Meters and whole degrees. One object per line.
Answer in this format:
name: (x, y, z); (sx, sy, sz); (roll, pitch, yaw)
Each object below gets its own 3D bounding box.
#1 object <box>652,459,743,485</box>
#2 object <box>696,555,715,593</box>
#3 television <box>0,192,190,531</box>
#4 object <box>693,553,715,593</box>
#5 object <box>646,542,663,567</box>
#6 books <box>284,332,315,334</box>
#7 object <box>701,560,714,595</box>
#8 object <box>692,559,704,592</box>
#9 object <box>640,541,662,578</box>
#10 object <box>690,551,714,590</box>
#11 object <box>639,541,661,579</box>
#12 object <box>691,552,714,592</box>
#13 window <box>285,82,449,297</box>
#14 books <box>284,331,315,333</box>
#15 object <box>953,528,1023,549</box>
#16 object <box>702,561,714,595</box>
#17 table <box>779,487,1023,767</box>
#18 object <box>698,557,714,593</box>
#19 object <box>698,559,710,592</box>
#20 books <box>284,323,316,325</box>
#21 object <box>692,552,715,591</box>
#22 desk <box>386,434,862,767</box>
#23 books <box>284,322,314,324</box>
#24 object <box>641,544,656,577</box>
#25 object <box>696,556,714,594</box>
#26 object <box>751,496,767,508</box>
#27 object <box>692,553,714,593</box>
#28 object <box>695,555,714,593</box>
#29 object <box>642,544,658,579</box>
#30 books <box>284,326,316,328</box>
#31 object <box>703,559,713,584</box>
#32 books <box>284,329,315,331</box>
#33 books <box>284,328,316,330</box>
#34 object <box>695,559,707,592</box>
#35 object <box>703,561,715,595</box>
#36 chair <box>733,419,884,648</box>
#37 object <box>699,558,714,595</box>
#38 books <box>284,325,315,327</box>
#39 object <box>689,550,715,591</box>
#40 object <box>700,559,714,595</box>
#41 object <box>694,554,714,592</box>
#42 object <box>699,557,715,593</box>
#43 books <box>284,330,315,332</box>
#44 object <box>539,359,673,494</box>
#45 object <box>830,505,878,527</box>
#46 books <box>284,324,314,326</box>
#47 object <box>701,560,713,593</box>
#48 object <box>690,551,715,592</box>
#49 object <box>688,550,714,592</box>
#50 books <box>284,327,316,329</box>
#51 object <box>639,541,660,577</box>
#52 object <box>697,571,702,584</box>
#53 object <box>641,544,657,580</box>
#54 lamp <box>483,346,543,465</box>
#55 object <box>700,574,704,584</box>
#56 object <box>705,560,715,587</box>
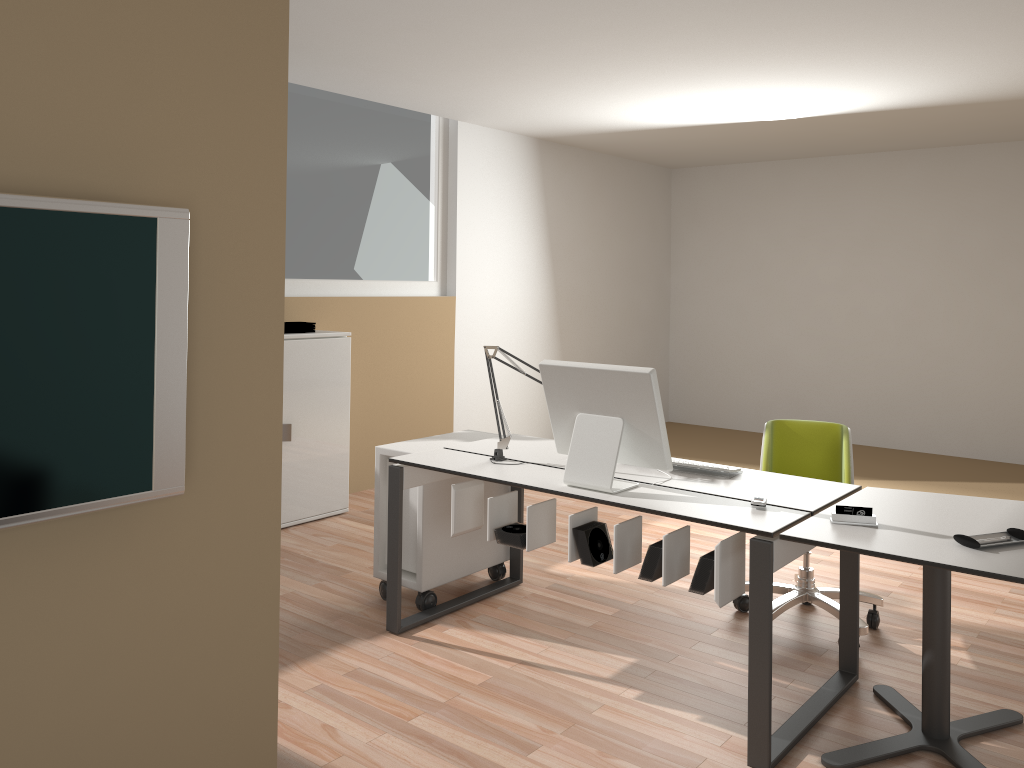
object: (0.579, 0.342, 3.310); (0.457, 0.079, 0.389); (5, 7, 34)
object: (0.617, 0.577, 2.719); (0.040, 0.113, 0.133); (1, 3, 39)
television: (-1.042, -0.021, 1.328); (0.054, 0.578, 1.177); (0, 4, 39)
object: (0.609, 0.577, 2.724); (0.040, 0.113, 0.133); (1, 3, 39)
object: (0.471, 0.562, 2.836); (0.039, 0.113, 0.133); (1, 3, 39)
books: (-1.307, -0.308, 5.229); (0.157, 0.007, 0.223); (6, 8, 38)
object: (0.631, 0.579, 2.707); (0.040, 0.113, 0.133); (1, 3, 39)
object: (0.607, 0.576, 2.726); (0.039, 0.113, 0.133); (1, 3, 39)
object: (0.464, 0.561, 2.842); (0.040, 0.113, 0.133); (1, 3, 39)
object: (0.600, 0.576, 2.732); (0.040, 0.113, 0.133); (1, 3, 39)
object: (0.463, 0.561, 2.843); (0.040, 0.113, 0.133); (1, 3, 39)
object: (0.604, 0.576, 2.729); (0.040, 0.113, 0.133); (1, 3, 39)
window: (-1.637, -1.416, 5.288); (0.045, 1.794, 3.643); (0, 4, 39)
books: (-1.308, -0.313, 5.230); (0.157, 0.006, 0.223); (6, 8, 38)
object: (1.342, 0.429, 2.451); (0.216, 0.030, 0.090); (-2, 6, -21)
object: (0.633, 0.579, 2.706); (0.040, 0.113, 0.133); (1, 3, 39)
table: (1.360, 0.767, 2.646); (0.812, 0.687, 0.928); (3, 5, 36)
object: (0.622, 0.578, 2.714); (0.040, 0.113, 0.133); (1, 3, 39)
object: (0.622, 0.578, 2.714); (0.039, 0.113, 0.133); (1, 3, 39)
books: (-1.305, -0.358, 5.232); (0.157, 0.007, 0.223); (6, 8, 38)
object: (0.606, 0.576, 2.727); (0.040, 0.113, 0.133); (1, 3, 39)
desk: (0.372, 0.675, 3.335); (1.605, 0.686, 0.806); (5, 5, 39)
books: (-1.305, -0.363, 5.233); (0.157, 0.006, 0.223); (6, 8, 38)
object: (0.466, 0.562, 2.840); (0.040, 0.113, 0.133); (1, 3, 39)
object: (0.618, 0.578, 2.717); (0.040, 0.113, 0.133); (1, 3, 39)
object: (0.792, 0.378, 2.825); (0.047, 0.021, 0.084); (2, 6, 18)
object: (0.608, 0.576, 2.726); (0.040, 0.113, 0.133); (1, 3, 39)
object: (0.615, 0.577, 2.720); (0.040, 0.113, 0.133); (1, 3, 39)
object: (0.470, 0.562, 2.837); (0.040, 0.113, 0.133); (1, 3, 39)
books: (-1.306, -0.341, 5.230); (0.158, 0.006, 0.223); (6, 8, 40)
object: (0.627, 0.578, 2.710); (0.039, 0.113, 0.133); (1, 3, 39)
books: (-1.308, -0.324, 5.229); (0.157, 0.007, 0.223); (6, 8, 37)
books: (-1.307, -0.330, 5.231); (0.157, 0.006, 0.223); (6, 8, 38)
object: (0.614, 0.577, 2.720); (0.039, 0.113, 0.133); (1, 3, 39)
object: (0.634, 0.579, 2.704); (0.040, 0.113, 0.133); (1, 3, 39)
chair: (1.226, 0.595, 3.670); (0.621, 0.809, 0.599); (1, 2, 14)
object: (0.625, 0.578, 2.711); (0.040, 0.113, 0.133); (1, 3, 39)
books: (-1.309, -0.347, 5.232); (0.158, 0.008, 0.223); (6, 8, 38)
object: (0.599, 0.576, 2.733); (0.040, 0.113, 0.133); (1, 3, 39)
object: (0.629, 0.578, 2.709); (0.039, 0.113, 0.133); (1, 3, 39)
object: (0.611, 0.577, 2.723); (0.040, 0.113, 0.133); (1, 3, 39)
object: (0.624, 0.578, 2.713); (0.040, 0.113, 0.133); (1, 3, 39)
books: (-1.307, -0.319, 5.230); (0.157, 0.006, 0.223); (6, 8, 38)
object: (0.319, 0.141, 3.093); (0.467, 0.431, 0.197); (3, 2, 39)
object: (1.026, 0.390, 2.643); (0.130, 0.055, 0.049); (2, 3, 14)
books: (-1.309, -0.352, 5.233); (0.158, 0.008, 0.223); (6, 8, 38)
object: (0.629, 0.579, 2.708); (0.040, 0.113, 0.133); (1, 3, 39)
object: (0.602, 0.576, 2.730); (0.040, 0.113, 0.133); (1, 3, 39)
object: (0.597, 0.575, 2.734); (0.040, 0.113, 0.133); (1, 3, 39)
books: (-1.307, -0.335, 5.231); (0.157, 0.006, 0.223); (6, 8, 38)
object: (0.461, 0.561, 2.845); (0.040, 0.113, 0.133); (1, 3, 39)
object: (0.613, 0.577, 2.722); (0.039, 0.113, 0.133); (1, 3, 39)
object: (0.468, 0.562, 2.839); (0.040, 0.113, 0.133); (1, 3, 39)
lamp: (0.147, 0.120, 3.481); (0.539, 0.529, 0.140); (1, 0, 4)
object: (0.620, 0.577, 2.716); (0.039, 0.113, 0.133); (1, 3, 39)
object: (0.634, 0.579, 2.704); (0.039, 0.113, 0.133); (1, 3, 39)
